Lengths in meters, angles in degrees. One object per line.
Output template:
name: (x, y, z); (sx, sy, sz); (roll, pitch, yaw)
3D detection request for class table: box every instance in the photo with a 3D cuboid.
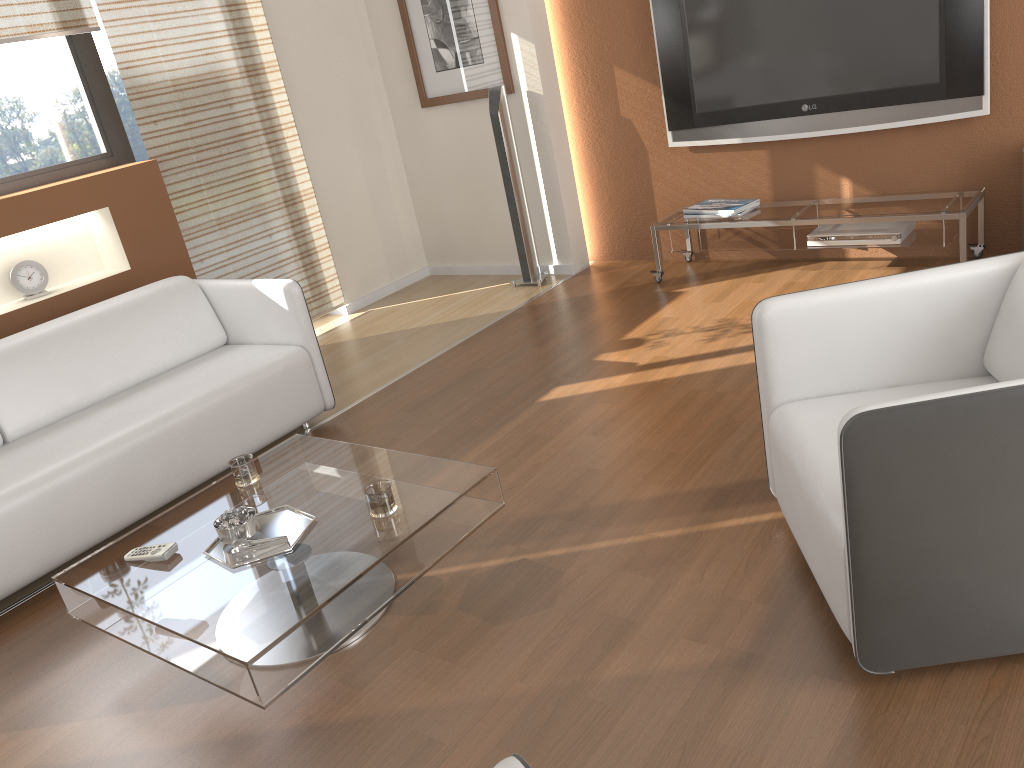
table: (-0.632, 0.524, 2.554); (0.900, 0.300, 0.900); (5, 27, 38)

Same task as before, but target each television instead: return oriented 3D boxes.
television: (1.437, -1.665, 4.317); (1.594, 0.900, 0.097); (5, 27, 38)

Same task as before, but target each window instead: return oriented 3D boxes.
window: (-3.019, -1.070, 3.458); (0.010, 0.986, 2.817); (5, 27, 38)
window: (-1.766, -1.331, 5.037); (0.010, 2.162, 0.889); (5, 27, 38)

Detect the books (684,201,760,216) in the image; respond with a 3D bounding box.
books: (1.112, -0.938, 4.717); (0.228, 0.017, 0.326); (-25, 24, -29)

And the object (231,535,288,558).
object: (-0.672, 0.423, 2.361); (0.147, 0.035, 0.051); (-15, 21, -7)

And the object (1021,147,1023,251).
object: (2.369, -0.766, 3.849); (0.286, 0.518, 0.323); (5, 27, 38)

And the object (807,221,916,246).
object: (1.699, -0.740, 4.322); (0.435, 0.052, 0.274); (5, 27, 38)

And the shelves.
shelves: (1.486, -0.737, 4.537); (1.617, 0.340, 0.444); (5, 27, 38)

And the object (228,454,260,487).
object: (-0.840, 0.272, 2.783); (0.079, 0.077, 0.079); (-1, 24, 27)

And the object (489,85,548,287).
object: (0.021, -1.162, 5.265); (0.228, 1.165, 0.215); (3, 26, 33)

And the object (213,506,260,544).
object: (-0.754, 0.387, 2.434); (0.118, 0.079, 0.117); (10, 30, 44)

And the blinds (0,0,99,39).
blinds: (-2.445, -1.623, 3.685); (0.001, 0.441, 1.432); (5, 27, 38)

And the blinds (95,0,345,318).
blinds: (-1.554, -1.316, 4.866); (0.001, 2.200, 0.980); (5, 27, 38)

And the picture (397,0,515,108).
picture: (-0.364, -2.127, 5.243); (0.734, 0.884, 0.025); (5, 27, 38)

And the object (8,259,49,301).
object: (-2.268, -0.494, 4.166); (0.160, 0.176, 0.096); (-26, 25, -31)

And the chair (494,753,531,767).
chair: (-0.063, 0.913, 0.632); (0.767, 0.661, 0.919); (-21, 23, -22)

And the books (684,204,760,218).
books: (1.115, -0.927, 4.722); (0.326, 0.017, 0.228); (7, 28, 41)

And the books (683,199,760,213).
books: (1.110, -0.949, 4.713); (0.228, 0.017, 0.326); (-28, 26, -35)

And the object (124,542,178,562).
object: (-1.001, 0.465, 2.448); (0.158, 0.029, 0.064); (-4, 23, 21)

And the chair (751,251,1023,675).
chair: (1.123, 0.120, 2.055); (0.919, 0.706, 0.767); (-10, 21, 6)

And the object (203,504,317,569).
object: (-0.688, 0.415, 2.428); (0.315, 0.011, 0.273); (10, 30, 44)

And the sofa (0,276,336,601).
sofa: (-1.848, 0.232, 3.330); (0.919, 0.661, 2.238); (5, 27, 38)

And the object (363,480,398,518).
object: (-0.358, 0.313, 2.415); (0.079, 0.077, 0.079); (-1, 24, 27)
